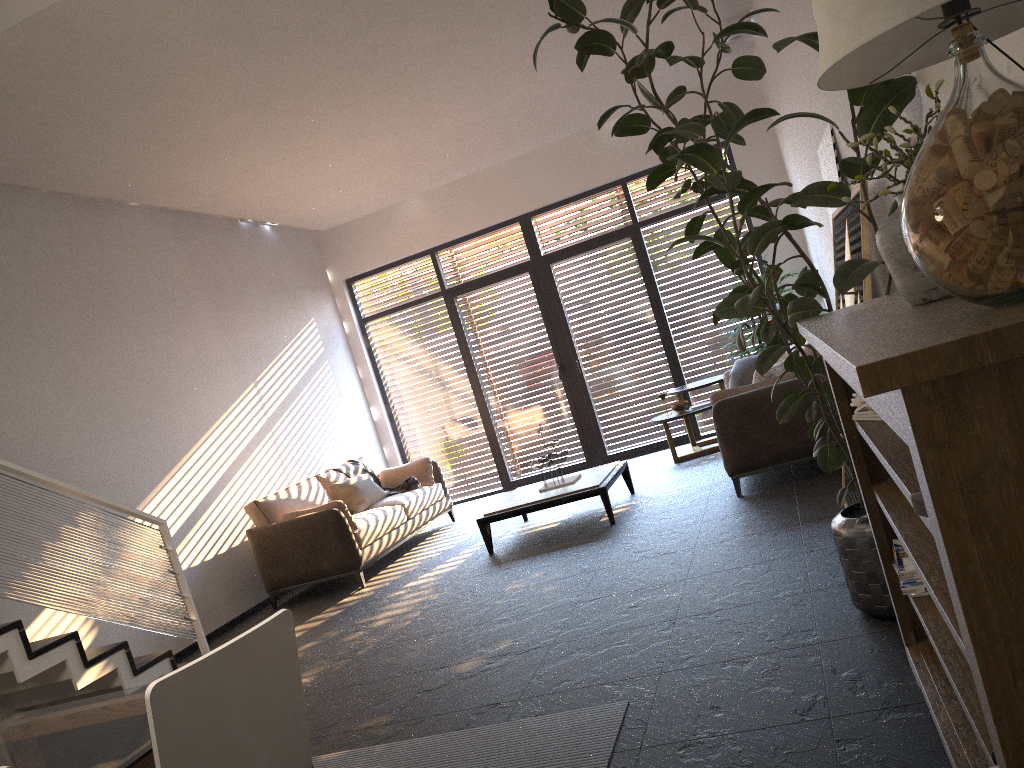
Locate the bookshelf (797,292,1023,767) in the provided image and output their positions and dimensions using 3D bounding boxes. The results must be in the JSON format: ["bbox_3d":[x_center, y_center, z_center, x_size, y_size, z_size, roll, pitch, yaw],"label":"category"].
[{"bbox_3d":[1.044,0.387,1.930,0.453,1.175,1.906,-16,2,17],"label":"bookshelf"}]

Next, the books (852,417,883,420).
[{"bbox_3d":[1.166,0.062,2.514,0.252,0.011,0.318,-17,1,-10],"label":"books"}]

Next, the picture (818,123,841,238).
[{"bbox_3d":[1.924,-0.367,4.971,0.208,2.025,0.951,-16,3,17],"label":"picture"}]

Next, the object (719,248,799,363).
[{"bbox_3d":[2.504,-0.433,8.553,0.974,1.728,0.915,-18,3,-18],"label":"object"}]

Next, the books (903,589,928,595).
[{"bbox_3d":[1.230,0.534,2.547,0.220,0.007,0.302,-17,1,22],"label":"books"}]

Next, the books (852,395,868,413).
[{"bbox_3d":[1.151,-0.014,2.454,0.270,0.109,0.324,-18,1,-38],"label":"books"}]

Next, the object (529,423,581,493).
[{"bbox_3d":[-2.184,-0.689,3.307,0.368,4.487,8.830,-15,2,28],"label":"object"}]

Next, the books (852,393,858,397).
[{"bbox_3d":[1.169,-0.006,2.533,0.252,0.011,0.318,-17,1,-6],"label":"books"}]

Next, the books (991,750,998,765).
[{"bbox_3d":[0.884,0.565,1.362,0.146,0.023,0.222,-18,1,-32],"label":"books"}]

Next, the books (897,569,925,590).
[{"bbox_3d":[1.224,0.519,2.546,0.220,0.013,0.302,-17,1,22],"label":"books"}]

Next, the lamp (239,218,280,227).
[{"bbox_3d":[-2.506,-1.706,9.058,0.254,0.066,0.641,-17,1,17],"label":"lamp"}]

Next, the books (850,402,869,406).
[{"bbox_3d":[1.161,0.018,2.512,0.252,0.011,0.319,-17,1,-11],"label":"books"}]

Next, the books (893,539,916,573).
[{"bbox_3d":[1.212,0.469,2.530,0.220,0.013,0.302,-17,1,22],"label":"books"}]

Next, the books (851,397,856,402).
[{"bbox_3d":[1.169,0.005,2.526,0.252,0.011,0.319,-17,1,-11],"label":"books"}]

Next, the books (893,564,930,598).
[{"bbox_3d":[1.231,0.541,2.546,0.219,0.008,0.302,-17,1,17],"label":"books"}]

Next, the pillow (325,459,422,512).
[{"bbox_3d":[-1.501,1.098,8.737,0.962,0.710,1.008,-16,2,41],"label":"pillow"}]

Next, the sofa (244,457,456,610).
[{"bbox_3d":[-1.434,1.210,8.218,0.998,0.922,2.305,-17,1,17],"label":"sofa"}]

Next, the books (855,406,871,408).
[{"bbox_3d":[1.166,0.028,2.528,0.252,0.011,0.318,-17,1,-1],"label":"books"}]

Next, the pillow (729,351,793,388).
[{"bbox_3d":[1.991,-0.031,7.106,0.621,0.344,1.880,-17,1,17],"label":"pillow"}]

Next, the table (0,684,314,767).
[{"bbox_3d":[-1.263,1.339,1.836,1.001,0.716,1.788,-17,1,17],"label":"table"}]

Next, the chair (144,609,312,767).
[{"bbox_3d":[-0.716,1.061,2.040,0.605,0.922,0.471,-16,3,27],"label":"chair"}]

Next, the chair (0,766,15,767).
[{"bbox_3d":[-1.001,1.157,1.369,0.604,0.922,0.471,-16,3,17],"label":"chair"}]

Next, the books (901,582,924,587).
[{"bbox_3d":[1.228,0.513,2.543,0.220,0.008,0.286,-17,1,23],"label":"books"}]

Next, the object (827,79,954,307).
[{"bbox_3d":[0.856,-0.384,1.805,0.385,0.413,0.275,-17,3,-5],"label":"object"}]

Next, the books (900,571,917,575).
[{"bbox_3d":[1.216,0.477,2.532,0.220,0.008,0.302,-17,1,22],"label":"books"}]

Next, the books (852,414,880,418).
[{"bbox_3d":[1.166,0.051,2.503,0.251,0.011,0.319,-17,1,-13],"label":"books"}]

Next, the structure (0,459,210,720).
[{"bbox_3d":[-3.079,-2.070,0.800,4.252,8.334,8.402,-16,2,17],"label":"structure"}]

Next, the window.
[{"bbox_3d":[0.585,-0.516,9.978,4.964,3.038,0.456,-17,4,17],"label":"window"}]

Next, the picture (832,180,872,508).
[{"bbox_3d":[1.658,-0.055,4.301,0.388,1.610,1.487,-16,2,17],"label":"picture"}]

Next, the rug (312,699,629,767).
[{"bbox_3d":[-1.150,1.674,1.873,2.381,0.006,3.661,-17,1,17],"label":"rug"}]

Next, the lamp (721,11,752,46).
[{"bbox_3d":[1.920,-3.058,7.609,0.254,0.066,0.641,-17,1,17],"label":"lamp"}]

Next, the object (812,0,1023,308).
[{"bbox_3d":[0.642,-0.400,1.218,0.388,0.584,0.390,-18,3,-14],"label":"object"}]

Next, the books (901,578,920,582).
[{"bbox_3d":[1.219,0.498,2.538,0.220,0.008,0.286,-17,1,21],"label":"books"}]

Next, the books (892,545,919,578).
[{"bbox_3d":[1.215,0.485,2.534,0.219,0.008,0.302,-17,1,20],"label":"books"}]

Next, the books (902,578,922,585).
[{"bbox_3d":[1.223,0.502,2.534,0.220,0.006,0.302,-17,1,22],"label":"books"}]

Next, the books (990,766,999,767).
[{"bbox_3d":[0.866,0.642,1.369,0.175,0.019,0.243,-17,1,7],"label":"books"}]

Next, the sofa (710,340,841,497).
[{"bbox_3d":[2.153,0.114,7.044,0.998,0.922,2.305,-17,1,17],"label":"sofa"}]

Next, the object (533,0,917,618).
[{"bbox_3d":[0.896,-0.643,3.309,0.906,3.209,2.009,-17,3,-6],"label":"object"}]

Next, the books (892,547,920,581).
[{"bbox_3d":[1.214,0.492,2.535,0.219,0.008,0.302,-17,1,20],"label":"books"}]

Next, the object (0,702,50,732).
[{"bbox_3d":[-1.400,0.832,1.809,0.533,0.368,0.664,-17,1,12],"label":"object"}]

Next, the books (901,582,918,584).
[{"bbox_3d":[1.227,0.507,2.542,0.220,0.008,0.286,-17,1,23],"label":"books"}]

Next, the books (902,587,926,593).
[{"bbox_3d":[1.227,0.527,2.545,0.220,0.008,0.302,-17,1,22],"label":"books"}]

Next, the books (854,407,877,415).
[{"bbox_3d":[1.166,0.039,2.485,0.251,0.011,0.319,-17,1,-16],"label":"books"}]

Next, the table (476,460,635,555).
[{"bbox_3d":[0.392,0.976,7.189,1.054,0.308,1.108,-17,1,17],"label":"table"}]
